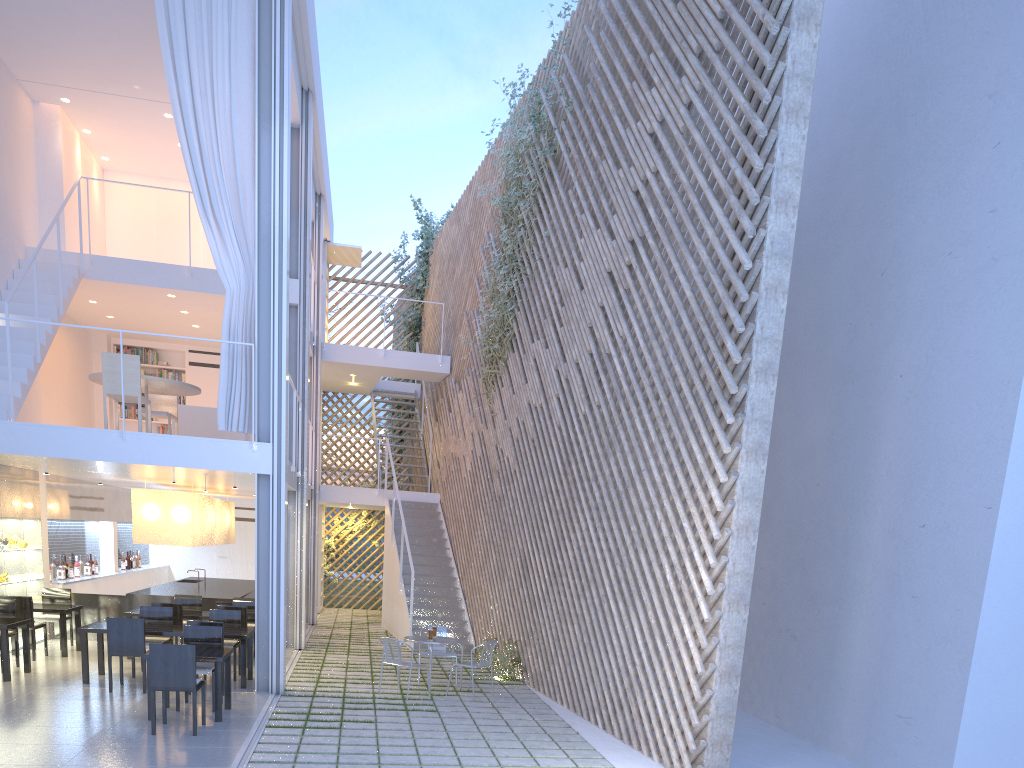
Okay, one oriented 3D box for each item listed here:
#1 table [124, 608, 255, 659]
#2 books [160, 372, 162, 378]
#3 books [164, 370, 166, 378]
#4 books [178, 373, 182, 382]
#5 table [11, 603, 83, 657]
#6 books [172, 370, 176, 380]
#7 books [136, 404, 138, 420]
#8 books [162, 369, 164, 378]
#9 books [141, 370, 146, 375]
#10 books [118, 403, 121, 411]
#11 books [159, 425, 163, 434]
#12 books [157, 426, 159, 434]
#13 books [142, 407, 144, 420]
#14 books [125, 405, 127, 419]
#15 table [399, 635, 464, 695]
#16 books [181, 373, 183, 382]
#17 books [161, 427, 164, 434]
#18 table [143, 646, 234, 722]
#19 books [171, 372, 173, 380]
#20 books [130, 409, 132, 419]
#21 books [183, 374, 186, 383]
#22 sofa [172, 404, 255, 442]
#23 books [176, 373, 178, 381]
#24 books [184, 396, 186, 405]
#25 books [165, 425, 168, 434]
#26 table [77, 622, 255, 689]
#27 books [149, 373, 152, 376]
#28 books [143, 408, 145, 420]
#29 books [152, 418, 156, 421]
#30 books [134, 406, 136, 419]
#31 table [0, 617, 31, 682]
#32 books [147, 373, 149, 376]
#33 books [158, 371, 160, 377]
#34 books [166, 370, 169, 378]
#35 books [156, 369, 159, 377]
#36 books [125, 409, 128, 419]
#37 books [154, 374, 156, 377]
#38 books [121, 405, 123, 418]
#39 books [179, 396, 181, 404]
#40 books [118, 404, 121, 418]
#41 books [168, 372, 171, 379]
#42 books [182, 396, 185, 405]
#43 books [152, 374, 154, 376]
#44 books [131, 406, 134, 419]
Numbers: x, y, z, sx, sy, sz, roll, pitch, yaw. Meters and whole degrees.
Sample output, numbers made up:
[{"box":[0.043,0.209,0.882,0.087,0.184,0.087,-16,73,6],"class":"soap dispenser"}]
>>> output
[{"box":[-2.197,1.778,5.804,0.920,0.339,0.345,5,0,-11],"class":"table"},{"box":[-3.319,0.430,6.266,0.030,1.675,3.531,3,-7,-1],"class":"books"},{"box":[-3.296,0.423,6.271,0.024,1.695,3.531,3,-7,-1],"class":"books"},{"box":[-3.227,0.418,6.269,0.045,1.639,3.586,4,-7,2],"class":"books"},{"box":[-3.176,1.677,5.617,0.361,0.339,0.345,4,0,-10],"class":"table"},{"box":[-3.269,0.417,6.261,0.030,1.705,3.578,4,-7,1],"class":"books"},{"box":[-3.558,0.270,7.825,0.015,0.157,0.084,2,6,-10],"class":"books"},{"box":[-3.306,-0.060,7.808,0.011,0.157,0.079,2,7,-10],"class":"books"},{"box":[-3.404,0.417,6.232,0.030,1.677,3.545,3,-7,-4],"class":"books"},{"box":[-3.722,0.258,7.795,0.015,0.146,0.085,2,5,-10],"class":"books"},{"box":[-3.368,0.472,7.898,0.015,0.146,0.085,2,5,-10],"class":"books"},{"box":[-3.382,0.477,7.894,0.015,0.132,0.092,2,4,-10],"class":"books"},{"box":[-3.510,0.288,7.835,0.015,0.127,0.090,2,4,-10],"class":"books"},{"box":[-3.676,0.270,7.814,0.021,0.134,0.067,2,7,-10],"class":"books"},{"box":[-0.516,1.773,5.207,0.341,0.341,0.349,4,0,42],"class":"table"},{"box":[-3.221,0.432,6.263,0.037,1.675,3.612,4,-7,2],"class":"books"},{"box":[-3.344,0.484,7.903,0.021,0.126,0.089,2,4,-10],"class":"books"},{"box":[-1.600,1.489,4.100,0.361,0.339,0.345,4,0,-10],"class":"table"},{"box":[-3.252,0.399,6.255,0.029,1.614,3.579,3,-7,0],"class":"books"},{"box":[-3.616,0.293,7.832,0.021,0.101,0.060,2,5,-10],"class":"books"},{"box":[-3.200,0.424,6.265,0.038,1.648,3.611,4,-7,2],"class":"books"},{"box":[-2.230,0.434,6.291,0.502,0.370,0.979,4,-8,-10],"class":"sofa"},{"box":[-3.241,0.419,6.249,0.037,1.650,3.618,4,-7,1],"class":"books"},{"box":[-3.125,0.141,7.874,0.020,0.149,0.080,2,6,-10],"class":"books"},{"box":[-3.316,0.473,7.910,0.011,0.157,0.079,2,7,-10],"class":"books"},{"box":[-2.031,1.616,4.903,0.920,0.339,0.345,5,0,-11],"class":"table"},{"box":[-3.428,-0.044,7.799,0.040,0.104,0.060,2,5,-10],"class":"books"},{"box":[-3.493,0.292,7.842,0.018,0.124,0.082,2,4,-10],"class":"books"},{"box":[-3.422,0.288,7.854,0.020,0.149,0.080,2,6,-10],"class":"books"},{"box":[-3.574,0.281,7.824,0.015,0.129,0.086,2,4,-10],"class":"books"},{"box":[-3.010,1.515,4.716,0.361,0.339,0.345,4,0,-10],"class":"table"},{"box":[-3.450,-0.046,7.797,0.040,0.104,0.060,2,5,-10],"class":"books"},{"box":[-3.307,0.407,6.222,0.124,1.647,3.609,3,-7,-2],"class":"books"},{"box":[-3.284,0.422,6.273,0.023,1.699,3.528,3,-7,-1],"class":"books"},{"box":[-3.355,-0.059,7.801,0.015,0.146,0.076,2,6,-10],"class":"books"},{"box":[-3.657,0.289,7.824,0.021,0.101,0.060,2,5,-10],"class":"books"},{"box":[-3.386,-0.040,7.808,0.040,0.104,0.060,2,5,-10],"class":"books"},{"box":[-3.688,0.267,7.799,0.007,0.132,0.093,2,4,-10],"class":"books"},{"box":[-3.167,0.135,7.863,0.009,0.149,0.086,2,5,-10],"class":"books"},{"box":[-3.707,0.266,7.796,0.015,0.132,0.092,2,4,-10],"class":"books"},{"box":[-3.250,0.417,6.250,0.034,1.647,3.589,3,-7,-1],"class":"books"},{"box":[-3.140,0.139,7.870,0.011,0.149,0.083,2,6,-10],"class":"books"},{"box":[-3.407,-0.042,7.804,0.040,0.104,0.060,2,5,-10],"class":"books"},{"box":[-3.592,0.280,7.820,0.021,0.126,0.089,2,4,-10],"class":"books"}]
